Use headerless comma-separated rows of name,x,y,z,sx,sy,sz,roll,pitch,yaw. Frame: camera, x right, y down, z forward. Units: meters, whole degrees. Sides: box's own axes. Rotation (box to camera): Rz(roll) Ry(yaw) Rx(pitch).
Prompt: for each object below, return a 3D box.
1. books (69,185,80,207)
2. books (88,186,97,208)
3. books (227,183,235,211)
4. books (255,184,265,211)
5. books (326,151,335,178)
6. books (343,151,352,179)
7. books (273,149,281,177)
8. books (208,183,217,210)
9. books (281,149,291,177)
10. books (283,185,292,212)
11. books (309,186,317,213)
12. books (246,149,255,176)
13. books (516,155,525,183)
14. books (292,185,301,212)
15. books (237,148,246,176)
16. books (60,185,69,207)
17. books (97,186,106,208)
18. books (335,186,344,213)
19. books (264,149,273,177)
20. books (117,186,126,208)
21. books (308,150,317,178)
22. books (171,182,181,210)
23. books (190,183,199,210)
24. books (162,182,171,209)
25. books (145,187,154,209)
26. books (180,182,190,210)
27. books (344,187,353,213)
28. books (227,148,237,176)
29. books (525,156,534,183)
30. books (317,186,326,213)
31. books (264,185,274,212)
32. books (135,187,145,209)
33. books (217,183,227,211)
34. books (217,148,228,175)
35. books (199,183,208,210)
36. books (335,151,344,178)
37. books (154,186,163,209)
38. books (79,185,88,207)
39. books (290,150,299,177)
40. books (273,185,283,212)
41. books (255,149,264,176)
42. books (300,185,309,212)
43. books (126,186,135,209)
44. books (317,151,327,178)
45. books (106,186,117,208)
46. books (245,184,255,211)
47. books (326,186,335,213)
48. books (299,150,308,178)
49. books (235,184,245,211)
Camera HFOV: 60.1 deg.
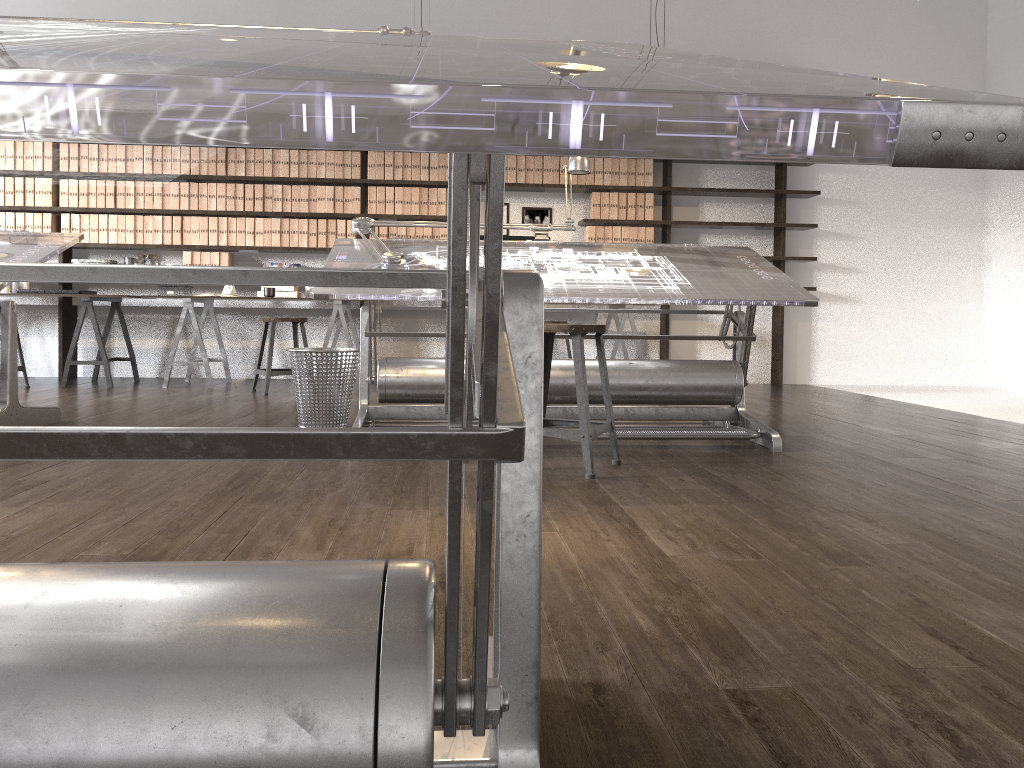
books,-3.390,-1.472,6.921,0.067,0.225,0.175,1,2,-5
books,-3.255,-1.471,6.937,0.067,0.225,0.175,1,2,-5
books,-2.207,-1.463,7.018,0.067,0.225,0.175,1,2,-5
books,-1.995,-1.462,7.037,0.067,0.225,0.175,1,2,-5
books,-1.438,-1.735,7.075,0.067,0.225,0.175,1,2,-5
books,-1.309,-1.734,7.090,0.067,0.225,0.175,1,2,-5
books,-1.855,-1.738,7.046,0.067,0.225,0.175,1,2,-5
books,-2.351,-1.465,7.010,0.067,0.225,0.175,1,2,-5
books,-1.792,-1.737,7.049,0.067,0.225,0.175,1,2,-5
books,-1.779,-1.461,7.060,0.067,0.225,0.175,1,2,-5
books,-1.574,-1.459,7.075,0.067,0.225,0.175,1,2,-5
books,-2.059,-1.740,7.030,0.067,0.225,0.175,1,2,-5
books,0.067,-1.730,7.202,0.067,0.225,0.175,1,2,-5
books,-1.708,-1.460,7.066,0.067,0.225,0.175,1,2,-5
books,-2.130,-1.740,7.020,0.067,0.225,0.175,1,2,-5
books,-3.462,-1.473,6.919,0.067,0.225,0.175,1,2,-5
books,-3.190,-1.471,6.944,0.067,0.225,0.175,1,2,-5
books,-1.375,-1.458,7.092,0.067,0.225,0.175,1,2,-5
books,-1.921,-1.738,7.036,0.067,0.225,0.175,1,2,-5
books,-3.042,-1.470,6.957,0.067,0.225,0.175,1,2,-5
books,-1.580,-1.736,7.071,0.067,0.225,0.175,1,2,-5
books,-2.633,-1.467,6.987,0.067,0.225,0.175,1,2,-5
books,-2.491,-1.466,7.001,0.067,0.225,0.175,1,2,-5
books,-2.696,-1.467,6.983,0.067,0.225,0.175,1,2,-5
books,-2.829,-1.468,6.974,0.067,0.225,0.175,1,2,-5
books,-2.560,-1.466,6.991,0.067,0.225,0.175,1,2,-5
books,-1.306,-1.457,7.100,0.067,0.225,0.175,1,2,-5
books,-2.201,-1.741,7.019,0.067,0.225,0.175,1,2,-5
books,0.137,-1.730,7.212,0.067,0.225,0.175,1,2,-5
books,-1.511,-1.459,7.079,0.067,0.225,0.175,1,2,-5
books,-1.920,-1.462,7.049,0.067,0.225,0.175,1,2,-5
books,-2.900,-1.469,6.968,0.067,0.225,0.175,1,2,-5
books,-2.279,-1.464,7.013,0.067,0.225,0.175,1,2,-5
books,-2.275,-1.741,7.007,0.067,0.225,0.175,1,2,-5
books,-2.421,-1.465,7.008,0.067,0.225,0.175,1,2,-5
books,-1.372,-1.734,7.080,0.067,0.225,0.175,1,2,-5
books,-2.762,-1.467,6.973,0.067,0.225,0.175,1,2,-5
books,-3.318,-1.471,6.927,0.067,0.225,0.175,1,2,-5
books,-1.720,-1.737,7.053,0.067,0.225,0.175,1,2,-5
books,-1.849,-1.461,7.050,0.067,0.225,0.175,1,2,-5
books,-1.989,-1.739,7.036,0.067,0.225,0.175,1,2,-5
books,-1.640,-1.459,7.065,0.067,0.225,0.175,1,2,-5
books,-2.970,-1.469,6.958,0.067,0.225,0.175,1,2,-5
books,-1.511,-1.735,7.072,0.067,0.225,0.175,1,2,-5
books,-3.116,-1.470,6.945,0.067,0.225,0.175,1,2,-5
books,-2.069,-1.463,7.037,0.067,0.225,0.175,1,2,-5
books,-1.445,-1.458,7.083,0.067,0.225,0.175,1,2,-5
books,-1.650,-1.737,7.063,0.067,0.225,0.175,1,2,-5
books,-2.144,-1.463,7.028,0.067,0.225,0.175,1,2,-5
